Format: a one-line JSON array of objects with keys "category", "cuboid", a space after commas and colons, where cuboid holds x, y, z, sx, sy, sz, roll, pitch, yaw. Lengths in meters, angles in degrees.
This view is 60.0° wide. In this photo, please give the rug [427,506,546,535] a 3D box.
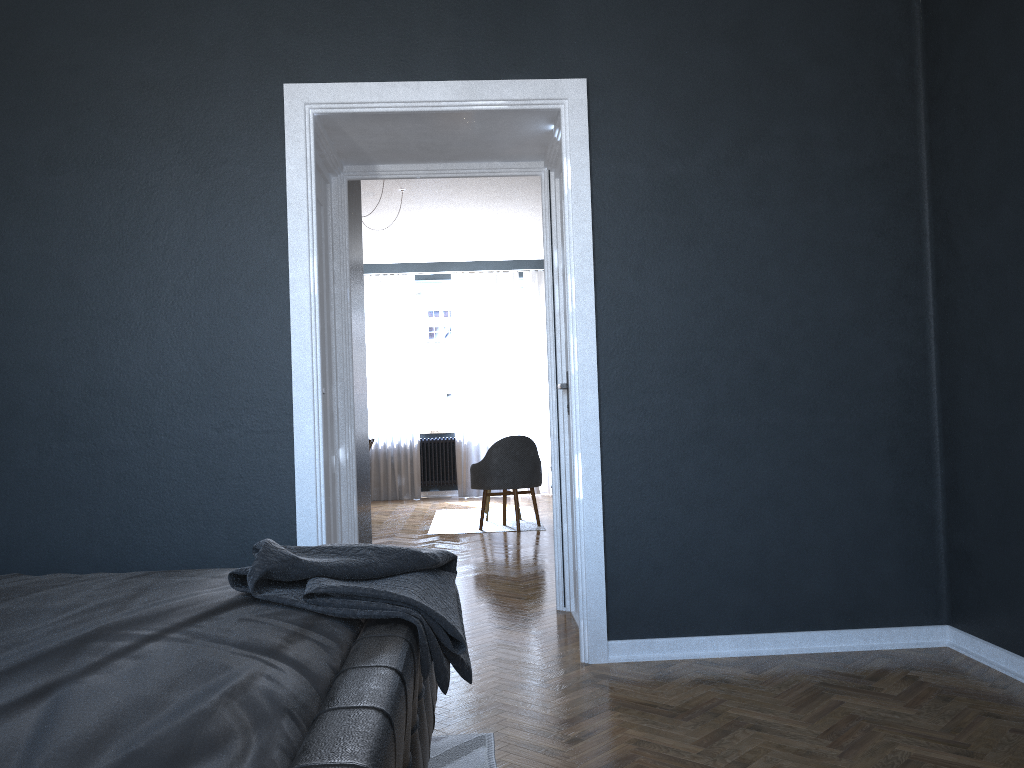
[{"category": "rug", "cuboid": [-0.257, 1.293, 8.470, 1.003, 0.013, 2.012, -2, -2, -3]}]

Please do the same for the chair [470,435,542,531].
[{"category": "chair", "cuboid": [-0.007, 0.847, 7.695, 0.645, 0.811, 0.495, -1, -2, -24]}]

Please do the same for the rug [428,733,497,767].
[{"category": "rug", "cuboid": [-0.733, 1.049, 1.653, 1.458, 0.013, 2.046, -2, -2, -3]}]

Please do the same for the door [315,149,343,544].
[{"category": "door", "cuboid": [-0.873, 0.045, 3.909, 0.162, 2.186, 0.857, -2, -1, -3]}]

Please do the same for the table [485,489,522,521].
[{"category": "table", "cuboid": [-0.101, 1.019, 8.619, 0.339, 0.549, 0.788, -2, -2, -3]}]

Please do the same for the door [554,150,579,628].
[{"category": "door", "cuboid": [0.309, 0.005, 3.964, 0.162, 2.186, 0.857, -2, -1, -3]}]

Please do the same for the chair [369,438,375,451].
[{"category": "chair", "cuboid": [-1.522, 0.920, 8.302, 0.467, 0.819, 0.363, -2, -1, -3]}]

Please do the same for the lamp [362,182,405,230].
[{"category": "lamp", "cuboid": [-1.563, -0.903, 7.819, 1.591, 1.574, 0.583, -3, -2, 29]}]

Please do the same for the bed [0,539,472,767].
[{"category": "bed", "cuboid": [-1.265, 0.486, 1.609, 2.375, 1.161, 2.266, -2, -2, -3]}]

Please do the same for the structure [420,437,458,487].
[{"category": "structure", "cuboid": [-1.462, 0.986, 11.003, 1.846, 0.600, 0.216, -2, -1, -3]}]

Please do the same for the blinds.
[{"category": "blinds", "cuboid": [-0.800, 0.006, 10.993, 3.992, 2.788, 0.312, -2, -1, -3]}]

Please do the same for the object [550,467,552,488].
[{"category": "object", "cuboid": [0.653, 0.922, 9.443, 0.490, 0.329, 0.667, -2, -2, 2]}]

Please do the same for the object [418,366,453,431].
[{"category": "object", "cuboid": [-1.047, 0.175, 11.068, 0.514, 0.809, 0.599, -1, -2, -28]}]
